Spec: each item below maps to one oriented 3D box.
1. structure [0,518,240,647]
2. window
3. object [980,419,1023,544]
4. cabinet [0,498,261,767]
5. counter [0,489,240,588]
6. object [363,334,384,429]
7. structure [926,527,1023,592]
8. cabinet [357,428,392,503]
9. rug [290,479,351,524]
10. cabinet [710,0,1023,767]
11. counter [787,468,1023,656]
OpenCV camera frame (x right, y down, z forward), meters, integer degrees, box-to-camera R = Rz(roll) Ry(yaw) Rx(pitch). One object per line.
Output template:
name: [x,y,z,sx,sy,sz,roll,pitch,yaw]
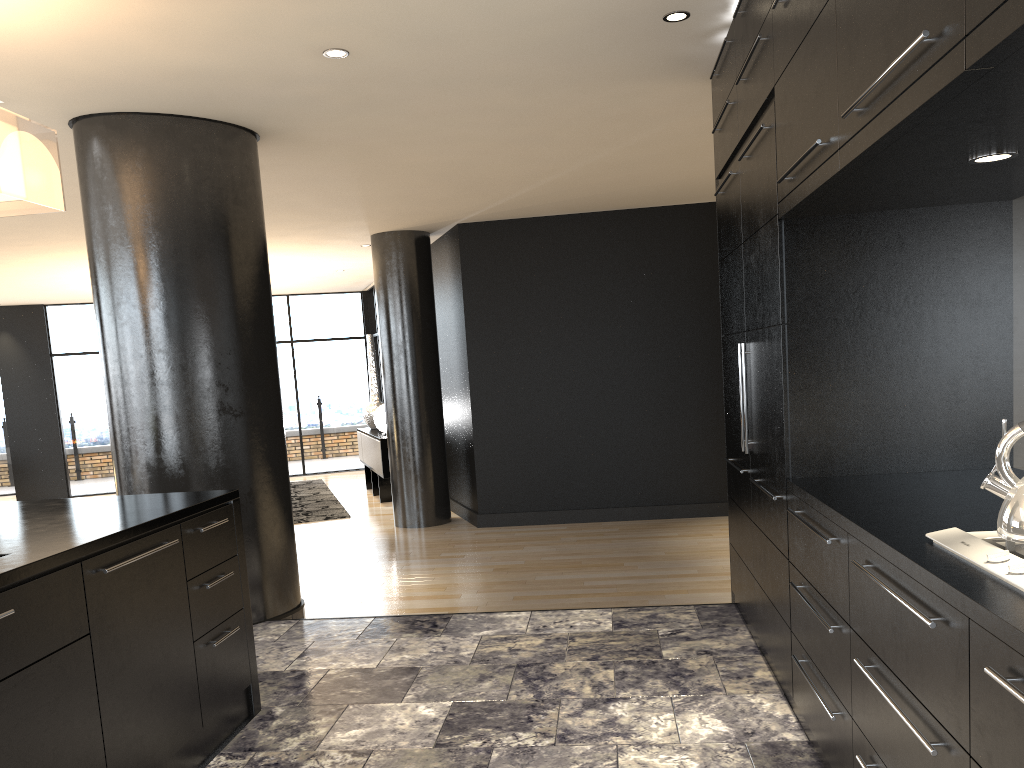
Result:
structure: [-1.453,0.538,1.765,0.656,1.025,2.756,-3,2,6]
window: [-5.947,-0.668,5.583,10.116,4.822,15.797,-4,2,-7]
object: [1.019,0.167,1.626,0.221,0.232,0.219,-4,4,-1]
cabinet: [-1.715,1.019,1.850,1.180,1.045,3.092,-3,2,6]
counter: [-1.751,0.484,1.788,1.180,0.032,3.092,-4,1,6]
object: [-1.781,-0.029,11.380,0.343,1.219,0.340,-5,6,-7]
structure: [1.081,0.316,1.387,0.520,0.067,0.894,-4,1,6]
cabinet: [-1.434,0.955,10.763,0.609,0.772,2.227,-5,2,-16]
rug: [-3.514,1.479,10.585,2.710,0.011,3.705,-4,1,-17]
cabinet: [1.047,-0.116,1.336,0.729,2.542,5.686,-3,2,6]
counter: [1.101,0.338,1.387,0.731,0.034,2.840,-4,1,6]
